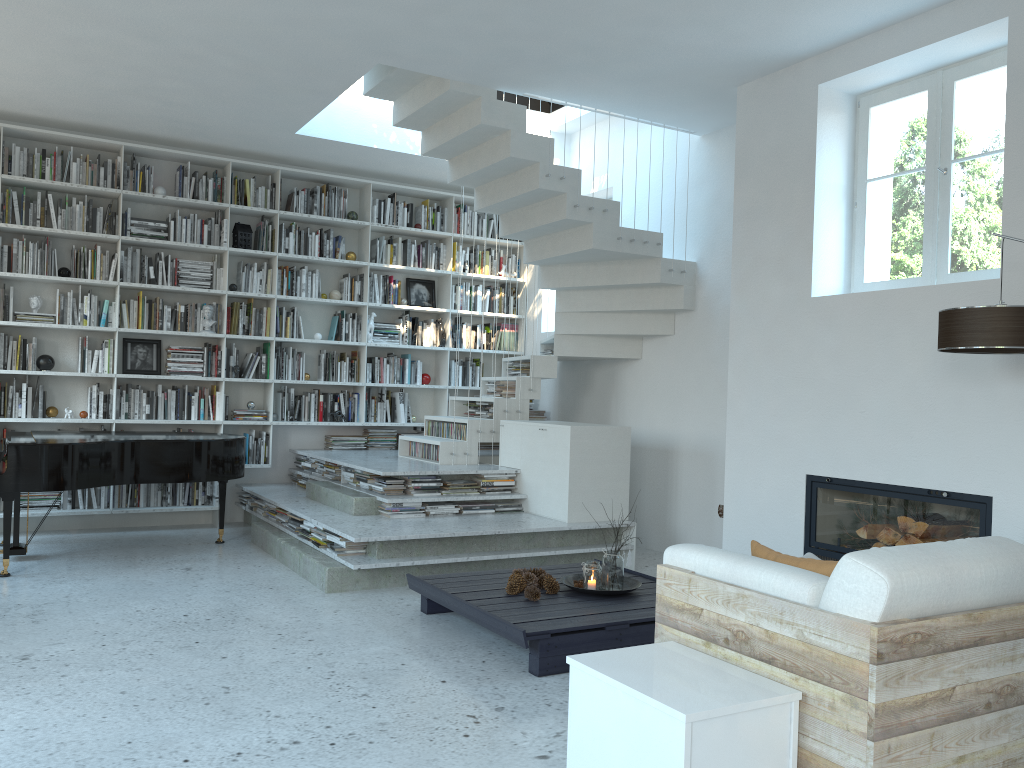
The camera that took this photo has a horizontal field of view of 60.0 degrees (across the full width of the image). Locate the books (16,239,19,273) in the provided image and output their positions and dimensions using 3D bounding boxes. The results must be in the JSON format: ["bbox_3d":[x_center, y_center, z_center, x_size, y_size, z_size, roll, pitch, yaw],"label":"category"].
[{"bbox_3d":[-3.847,-0.979,6.899,0.012,0.276,0.157,2,0,-30],"label":"books"}]

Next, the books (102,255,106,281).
[{"bbox_3d":[-3.326,-0.928,7.212,0.024,0.216,0.142,2,0,-30],"label":"books"}]

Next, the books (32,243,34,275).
[{"bbox_3d":[-3.763,-0.968,6.959,0.010,0.261,0.169,2,0,-30],"label":"books"}]

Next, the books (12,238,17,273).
[{"bbox_3d":[-3.865,-0.981,6.893,0.026,0.279,0.151,2,0,-30],"label":"books"}]

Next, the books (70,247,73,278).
[{"bbox_3d":[-3.527,-0.956,7.101,0.005,0.254,0.161,2,0,-30],"label":"books"}]

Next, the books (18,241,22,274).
[{"bbox_3d":[-3.833,-0.971,6.908,0.024,0.262,0.177,2,0,-30],"label":"books"}]

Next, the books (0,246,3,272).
[{"bbox_3d":[-3.938,-0.948,6.847,0.015,0.208,0.186,2,0,-30],"label":"books"}]

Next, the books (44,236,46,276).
[{"bbox_3d":[-3.691,-0.995,7.001,0.004,0.321,0.153,2,0,-30],"label":"books"}]

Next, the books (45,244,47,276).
[{"bbox_3d":[-3.683,-0.965,6.998,0.010,0.262,0.158,2,0,-30],"label":"books"}]

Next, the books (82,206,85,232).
[{"bbox_3d":[-3.451,-1.308,7.128,0.013,0.231,0.141,2,0,-30],"label":"books"}]

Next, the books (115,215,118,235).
[{"bbox_3d":[-3.247,-1.281,7.272,0.019,0.194,0.098,2,0,-30],"label":"books"}]

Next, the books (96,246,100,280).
[{"bbox_3d":[-3.358,-0.964,7.180,0.022,0.284,0.190,2,0,-30],"label":"books"}]

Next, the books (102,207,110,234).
[{"bbox_3d":[-3.302,-1.318,7.204,0.055,0.264,0.167,2,0,-30],"label":"books"}]

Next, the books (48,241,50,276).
[{"bbox_3d":[-3.666,-0.976,7.014,0.004,0.284,0.166,2,0,-30],"label":"books"}]

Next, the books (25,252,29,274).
[{"bbox_3d":[-3.798,-0.932,6.939,0.029,0.187,0.149,2,0,-30],"label":"books"}]

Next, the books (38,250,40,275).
[{"bbox_3d":[-3.720,-0.940,6.965,0.011,0.209,0.181,2,0,-30],"label":"books"}]

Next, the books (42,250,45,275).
[{"bbox_3d":[-3.706,-0.943,7.008,0.012,0.217,0.133,2,0,-30],"label":"books"}]

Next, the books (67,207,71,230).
[{"bbox_3d":[-3.552,-1.302,7.096,0.024,0.212,0.128,2,0,-30],"label":"books"}]

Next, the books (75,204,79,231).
[{"bbox_3d":[-3.482,-1.307,7.093,0.021,0.226,0.191,2,0,-30],"label":"books"}]

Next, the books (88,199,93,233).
[{"bbox_3d":[-3.410,-1.336,7.165,0.022,0.290,0.146,2,0,-30],"label":"books"}]

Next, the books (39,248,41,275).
[{"bbox_3d":[-3.722,-0.949,6.992,0.011,0.226,0.129,2,0,-30],"label":"books"}]

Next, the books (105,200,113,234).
[{"bbox_3d":[-3.288,-1.337,7.212,0.058,0.302,0.175,2,0,-30],"label":"books"}]

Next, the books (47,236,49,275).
[{"bbox_3d":[-3.675,-0.999,7.013,0.005,0.331,0.161,2,0,-30],"label":"books"}]

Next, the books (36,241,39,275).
[{"bbox_3d":[-3.731,-0.976,6.965,0.011,0.279,0.169,2,0,-30],"label":"books"}]

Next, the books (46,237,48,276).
[{"bbox_3d":[-3.682,-0.992,7.013,0.005,0.316,0.157,2,0,-30],"label":"books"}]

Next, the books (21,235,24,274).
[{"bbox_3d":[-3.823,-0.998,6.928,0.011,0.317,0.154,2,0,-30],"label":"books"}]

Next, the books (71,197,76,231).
[{"bbox_3d":[-3.514,-1.338,7.102,0.026,0.286,0.137,2,0,-30],"label":"books"}]

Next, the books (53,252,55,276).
[{"bbox_3d":[-3.640,-0.937,7.038,0.004,0.209,0.132,2,0,-30],"label":"books"}]

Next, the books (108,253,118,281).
[{"bbox_3d":[-3.253,-0.936,7.217,0.064,0.237,0.208,2,0,-30],"label":"books"}]

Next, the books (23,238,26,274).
[{"bbox_3d":[-3.805,-0.981,6.914,0.010,0.283,0.184,2,0,-30],"label":"books"}]

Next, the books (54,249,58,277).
[{"bbox_3d":[-3.622,-0.947,7.040,0.031,0.232,0.147,2,0,-30],"label":"books"}]

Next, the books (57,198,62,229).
[{"bbox_3d":[-3.598,-1.330,7.047,0.027,0.265,0.168,2,0,-30],"label":"books"}]

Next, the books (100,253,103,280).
[{"bbox_3d":[-3.341,-0.936,7.203,0.011,0.229,0.165,2,0,-30],"label":"books"}]

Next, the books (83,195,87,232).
[{"bbox_3d":[-3.434,-1.348,7.125,0.011,0.313,0.183,2,0,-30],"label":"books"}]

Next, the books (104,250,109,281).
[{"bbox_3d":[-3.301,-0.948,7.215,0.022,0.257,0.155,2,0,-30],"label":"books"}]

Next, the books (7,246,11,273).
[{"bbox_3d":[-3.908,-0.952,6.892,0.024,0.219,0.140,2,0,-30],"label":"books"}]

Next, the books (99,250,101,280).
[{"bbox_3d":[-3.348,-0.950,7.194,0.010,0.257,0.140,2,0,-30],"label":"books"}]

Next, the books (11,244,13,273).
[{"bbox_3d":[-3.885,-0.962,6.889,0.012,0.240,0.134,2,0,-30],"label":"books"}]

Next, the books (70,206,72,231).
[{"bbox_3d":[-3.524,-1.299,7.082,0.010,0.208,0.173,2,0,-30],"label":"books"}]

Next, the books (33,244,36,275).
[{"bbox_3d":[-3.754,-0.965,6.964,0.011,0.256,0.152,2,0,-30],"label":"books"}]

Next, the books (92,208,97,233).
[{"bbox_3d":[-3.379,-1.298,7.161,0.030,0.218,0.182,2,0,-30],"label":"books"}]

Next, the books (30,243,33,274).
[{"bbox_3d":[-3.761,-0.963,6.933,0.012,0.251,0.184,2,0,-30],"label":"books"}]

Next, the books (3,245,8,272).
[{"bbox_3d":[-3.932,-0.956,6.880,0.029,0.225,0.136,2,0,-30],"label":"books"}]

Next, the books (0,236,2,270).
[{"bbox_3d":[-3.957,-0.987,6.855,0.012,0.285,0.159,2,0,-30],"label":"books"}]

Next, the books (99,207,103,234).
[{"bbox_3d":[-3.346,-1.307,7.202,0.025,0.237,0.153,2,0,-30],"label":"books"}]

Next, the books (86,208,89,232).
[{"bbox_3d":[-3.430,-1.298,7.152,0.024,0.213,0.150,2,0,-30],"label":"books"}]

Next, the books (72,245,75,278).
[{"bbox_3d":[-3.523,-0.967,7.112,0.012,0.276,0.129,2,0,-30],"label":"books"}]

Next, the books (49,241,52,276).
[{"bbox_3d":[-3.650,-0.977,7.002,0.011,0.287,0.189,2,0,-30],"label":"books"}]

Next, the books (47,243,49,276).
[{"bbox_3d":[-3.671,-0.986,7.014,0.005,0.305,0.162,2,0,-30],"label":"books"}]

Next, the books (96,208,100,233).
[{"bbox_3d":[-3.359,-1.300,7.177,0.022,0.222,0.161,2,0,-30],"label":"books"}]

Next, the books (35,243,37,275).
[{"bbox_3d":[-3.737,-0.967,6.955,0.009,0.261,0.180,2,0,-30],"label":"books"}]

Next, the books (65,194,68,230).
[{"bbox_3d":[-3.553,-1.350,7.065,0.012,0.308,0.145,2,0,-30],"label":"books"}]

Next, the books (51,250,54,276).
[{"bbox_3d":[-3.648,-0.942,7.036,0.012,0.218,0.151,2,0,-30],"label":"books"}]

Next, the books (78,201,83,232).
[{"bbox_3d":[-3.470,-1.323,7.121,0.028,0.261,0.135,2,0,-30],"label":"books"}]

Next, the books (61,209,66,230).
[{"bbox_3d":[-3.573,-1.287,7.055,0.028,0.180,0.168,2,0,-30],"label":"books"}]

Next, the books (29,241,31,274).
[{"bbox_3d":[-3.769,-0.969,6.927,0.009,0.263,0.189,2,0,-30],"label":"books"}]

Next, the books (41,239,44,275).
[{"bbox_3d":[-3.702,-0.981,6.980,0.011,0.291,0.176,2,0,-30],"label":"books"}]

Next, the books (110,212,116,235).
[{"bbox_3d":[-3.264,-1.291,7.255,0.028,0.212,0.134,2,0,-30],"label":"books"}]
